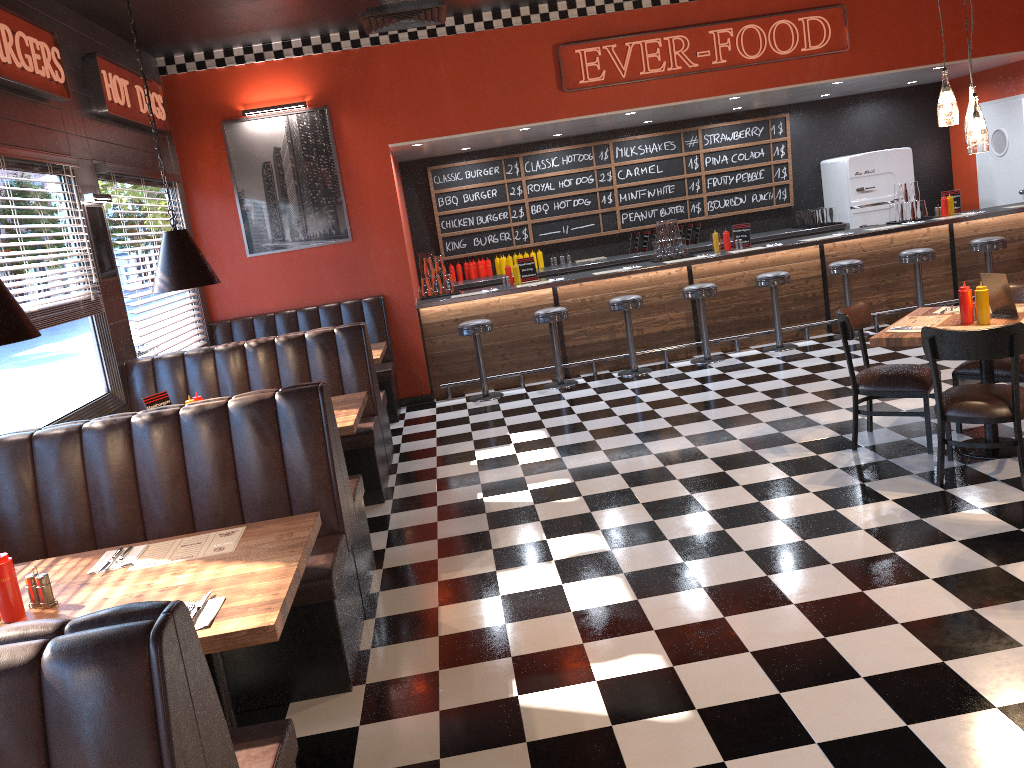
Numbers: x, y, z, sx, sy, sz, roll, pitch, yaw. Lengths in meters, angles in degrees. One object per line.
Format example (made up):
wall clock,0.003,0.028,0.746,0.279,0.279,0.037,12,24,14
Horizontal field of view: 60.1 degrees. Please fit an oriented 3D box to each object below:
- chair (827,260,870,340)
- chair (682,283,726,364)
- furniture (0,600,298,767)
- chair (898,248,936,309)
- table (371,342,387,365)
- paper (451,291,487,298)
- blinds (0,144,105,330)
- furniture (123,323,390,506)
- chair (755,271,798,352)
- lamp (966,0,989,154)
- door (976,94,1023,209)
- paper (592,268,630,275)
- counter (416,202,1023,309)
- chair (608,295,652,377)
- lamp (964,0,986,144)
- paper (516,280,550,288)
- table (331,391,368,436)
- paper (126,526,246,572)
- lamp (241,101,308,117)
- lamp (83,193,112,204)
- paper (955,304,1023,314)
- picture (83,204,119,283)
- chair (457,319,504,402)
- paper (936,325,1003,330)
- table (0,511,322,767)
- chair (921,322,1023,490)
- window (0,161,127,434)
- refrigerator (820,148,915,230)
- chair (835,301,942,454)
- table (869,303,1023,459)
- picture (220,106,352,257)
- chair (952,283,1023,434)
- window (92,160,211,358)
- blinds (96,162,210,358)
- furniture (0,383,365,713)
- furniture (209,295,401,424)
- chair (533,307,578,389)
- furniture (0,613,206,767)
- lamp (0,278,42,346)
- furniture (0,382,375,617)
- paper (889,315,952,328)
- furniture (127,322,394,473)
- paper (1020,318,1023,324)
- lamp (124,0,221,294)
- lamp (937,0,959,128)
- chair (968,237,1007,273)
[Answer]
chair,3.391,-0.859,8.938,0.348,0.769,0.351,-1,12,41
chair,1.911,-0.612,8.842,0.348,0.769,0.351,-2,11,36
furniture,-1.434,1.059,2.065,1.710,1.147,0.710,-9,9,-4
chair,4.132,-0.982,8.986,0.348,0.769,0.351,-9,9,-3
table,-1.885,0.213,7.631,1.692,0.769,0.963,-9,10,-4
paper,-0.438,-0.912,9.009,0.365,0.001,0.263,-9,11,-2
blinds,-2.749,-0.810,4.979,0.099,1.032,1.882,-9,11,-3
furniture,-1.787,0.312,6.082,1.710,1.147,0.710,-9,9,-4
chair,2.651,-0.735,8.890,0.348,0.769,0.351,-1,12,41
lamp,2.420,-2.225,4.728,0.108,1.952,0.109,-1,12,43
door,5.825,-2.260,10.488,0.161,2.164,1.033,-9,9,-3
paper,1.020,-1.162,9.140,0.365,0.001,0.263,-9,11,-2
counter,2.483,-1.407,9.376,7.043,0.050,0.680,-9,11,-4
chair,1.170,-0.489,8.794,0.351,0.769,0.348,-17,13,-43
lamp,2.459,-2.312,4.830,0.109,1.952,0.109,-11,9,-16
paper,0.227,-1.025,9.066,0.365,0.001,0.263,-9,11,-2
table,-1.679,0.648,5.289,1.692,0.769,0.963,-9,10,-4
paper,-1.164,0.591,3.193,0.365,0.001,0.263,-10,11,-6
lamp,-2.247,-2.606,8.404,0.610,0.056,0.082,-9,10,-4
lamp,-2.869,-1.281,6.124,0.081,0.056,0.336,-9,11,-3
paper,2.876,-0.447,5.288,0.365,0.001,0.263,2,15,43
picture,-2.857,-0.982,6.165,0.012,0.533,0.353,-9,9,-3
chair,-0.311,-0.242,8.698,0.348,0.769,0.351,-1,12,41
paper,2.470,-0.290,4.810,0.365,0.001,0.263,1,15,40
table,-1.470,1.089,2.921,1.692,0.769,0.963,-9,10,-4
chair,2.494,0.076,4.707,0.486,0.861,0.549,-2,12,35
window,-2.776,-0.489,5.022,0.127,1.702,2.041,-9,10,-3
refrigerator,4.498,-1.978,11.059,0.803,1.791,0.855,-9,9,-3
chair,2.339,-0.061,5.511,0.544,0.861,0.490,-2,12,36
table,2.743,0.006,5.105,0.956,0.769,0.967,0,14,41
picture,-2.163,-1.944,8.536,1.024,1.293,0.016,-9,9,-4
chair,3.057,-0.160,5.457,0.547,0.861,0.487,-16,12,-36
window,-2.984,-0.927,7.378,0.127,1.702,2.041,-9,10,-3
blinds,-2.911,-0.960,7.382,0.099,1.623,1.882,-9,10,-3
furniture,-1.580,0.751,3.725,1.710,1.147,0.710,-9,9,-4
furniture,-1.995,-0.128,8.447,1.710,1.147,0.710,-9,9,-4
chair,0.430,-0.365,8.746,0.351,0.769,0.348,-17,13,-43
furniture,-1.372,1.189,1.369,1.710,1.147,0.710,-9,9,-4
lamp,-1.815,-1.103,2.578,0.383,2.030,0.383,-12,10,-22
furniture,-1.641,0.621,4.421,1.710,1.147,0.710,-9,9,-4
paper,2.420,-0.370,5.251,0.261,0.001,0.368,1,15,41
furniture,-1.848,0.183,6.778,1.710,1.147,0.710,-9,9,-4
paper,2.930,-0.362,4.817,0.261,0.001,0.368,1,15,40
lamp,-2.023,-1.542,4.937,0.382,2.030,0.384,0,12,45
lamp,2.322,-2.412,4.861,0.108,1.952,0.109,-11,9,-12
chair,4.872,-1.105,9.034,0.348,0.769,0.351,-9,9,1
